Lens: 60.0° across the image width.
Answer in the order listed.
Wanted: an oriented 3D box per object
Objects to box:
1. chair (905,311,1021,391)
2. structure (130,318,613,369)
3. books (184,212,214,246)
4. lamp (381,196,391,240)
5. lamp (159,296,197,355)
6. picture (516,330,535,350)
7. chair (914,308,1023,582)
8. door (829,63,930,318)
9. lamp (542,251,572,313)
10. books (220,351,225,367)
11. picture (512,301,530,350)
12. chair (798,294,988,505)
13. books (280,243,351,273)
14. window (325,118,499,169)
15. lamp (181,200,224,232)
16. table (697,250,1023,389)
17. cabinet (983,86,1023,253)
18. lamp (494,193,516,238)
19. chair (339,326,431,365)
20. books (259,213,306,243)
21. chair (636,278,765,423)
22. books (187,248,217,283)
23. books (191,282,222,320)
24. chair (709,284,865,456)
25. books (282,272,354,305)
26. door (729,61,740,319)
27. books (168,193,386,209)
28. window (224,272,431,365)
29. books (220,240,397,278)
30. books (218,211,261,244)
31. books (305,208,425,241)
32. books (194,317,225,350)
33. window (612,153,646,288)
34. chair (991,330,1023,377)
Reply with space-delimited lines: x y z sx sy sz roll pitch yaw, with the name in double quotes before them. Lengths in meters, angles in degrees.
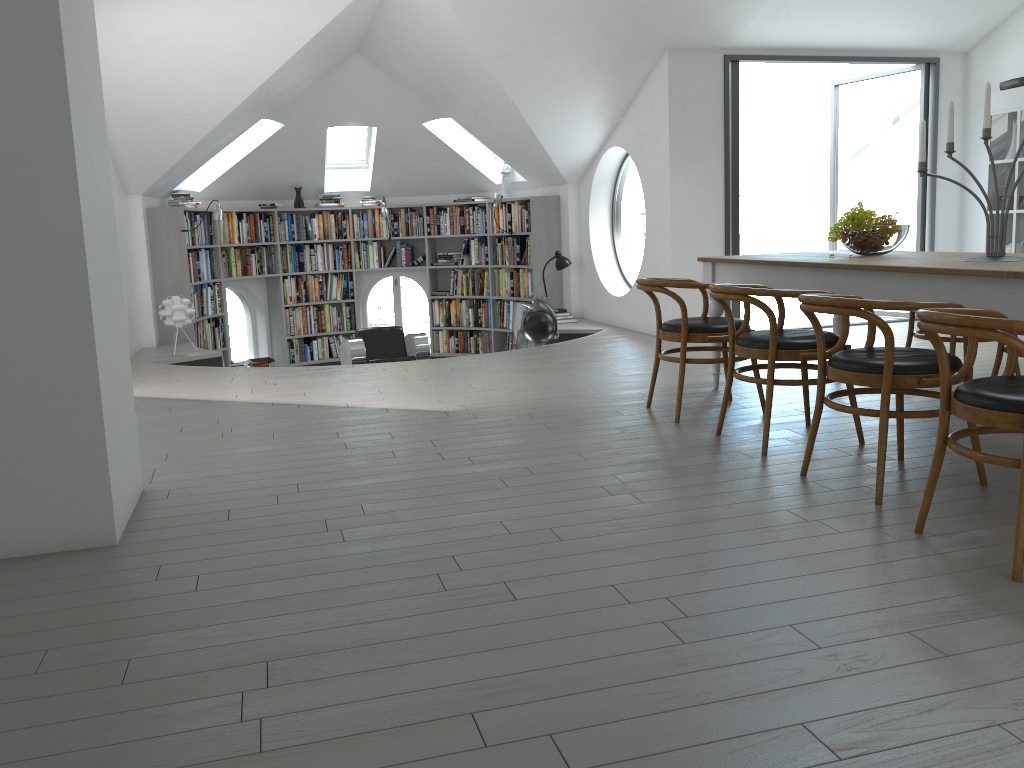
"chair" 2.633 -0.345 5.119 0.622 0.732 0.529 -5 9 -15
"structure" -1.390 -0.197 9.289 4.712 0.690 4.728 3 11 29
"books" -3.458 -1.639 9.391 0.300 0.360 1.037 -2 10 1
"lamp" -1.569 -2.033 10.984 0.113 0.564 0.359 -4 9 -8
"lamp" -3.073 -0.546 8.159 0.306 0.522 0.306 -7 10 -26
"picture" 0.146 -0.321 10.085 0.107 0.553 0.491 -6 10 -25
"chair" 1.521 0.135 2.633 0.621 0.732 0.529 -4 9 -12
"door" 3.581 -1.847 8.728 0.080 2.337 1.054 -7 10 -30
"lamp" 0.488 -1.101 9.518 0.322 0.657 0.234 -2 8 0
"books" -3.403 -0.162 9.660 0.282 0.318 0.922 -2 10 3
"picture" 0.135 -0.510 10.244 0.090 0.859 0.580 -6 10 -25
"chair" 1.392 0.016 3.340 0.622 0.732 0.529 -6 9 -20
"books" -2.493 -1.585 11.087 1.030 0.357 0.301 -8 11 -29
"window" -1.861 -2.912 10.242 4.057 0.710 1.940 -5 10 -15
"lamp" -3.146 -1.707 8.995 0.414 0.310 0.117 -5 9 -18
"table" 2.073 -0.152 3.943 1.019 0.795 3.362 -5 10 -15
"cabinet" 4.333 -1.447 7.385 0.361 1.981 0.644 -5 9 -15
"lamp" -0.077 -1.941 10.236 0.275 0.523 0.112 -6 9 -24
"chair" -1.352 -0.224 9.407 0.824 0.716 0.744 -6 10 -20
"books" -2.841 -1.901 10.790 0.684 0.344 0.265 -10 12 -38
"chair" 0.976 -0.209 4.723 0.621 0.732 0.529 -4 9 -12
"books" -3.456 -1.260 9.464 0.303 0.346 1.093 -2 10 0
"books" -3.399 -0.886 9.492 0.260 0.357 1.024 -2 10 2
"chair" 1.211 -0.099 4.039 0.622 0.732 0.529 -5 9 -15
"books" -2.457 -1.206 11.105 0.999 0.350 0.298 -8 11 -31
"door" 1.820 -1.698 8.276 0.080 2.337 1.055 -5 9 -15
"books" -2.778 -2.162 10.470 0.749 0.173 2.822 7 14 44
"window" -2.500 -0.842 11.235 3.236 1.146 0.619 -8 10 -29
"books" -2.571 -1.530 10.827 2.534 0.369 0.592 -9 12 -34
"books" -3.253 -1.802 10.253 0.269 0.371 0.796 2 11 28
"books" -1.849 -2.021 11.187 1.566 0.365 0.395 -4 9 -10
"books" -3.368 -0.296 9.311 0.390 0.692 1.648 -3 10 -5
"window" 1.321 -1.636 8.866 0.104 1.464 1.476 -5 9 -15
"chair" 2.770 -0.226 4.411 0.622 0.732 0.529 -5 9 -18
